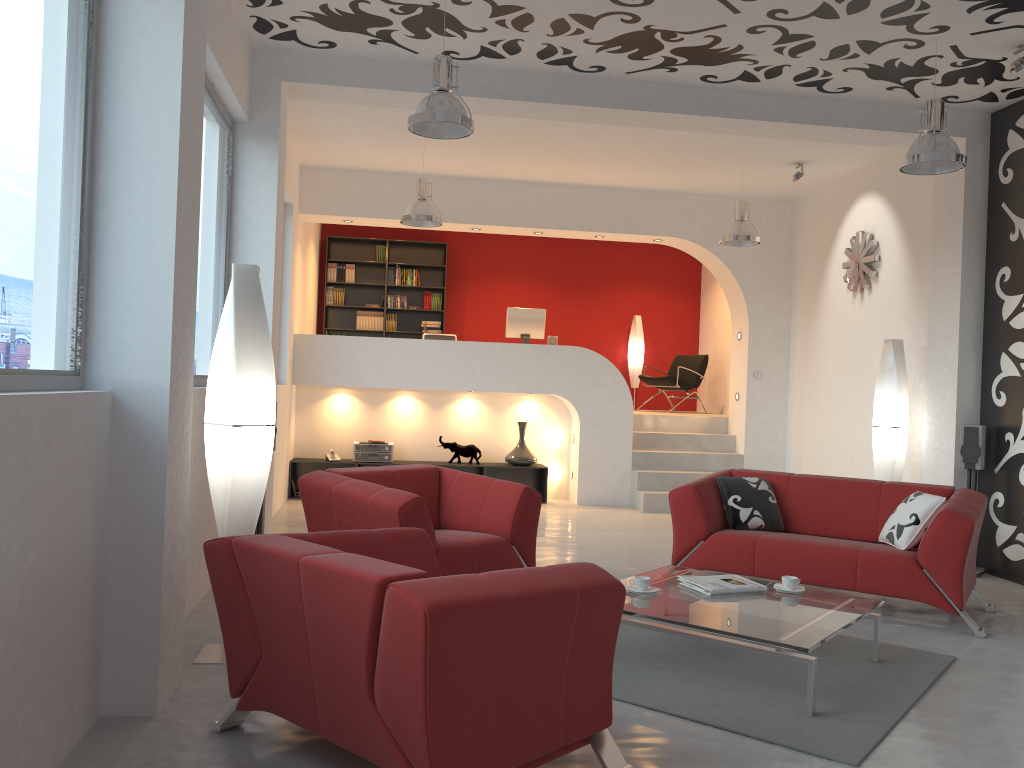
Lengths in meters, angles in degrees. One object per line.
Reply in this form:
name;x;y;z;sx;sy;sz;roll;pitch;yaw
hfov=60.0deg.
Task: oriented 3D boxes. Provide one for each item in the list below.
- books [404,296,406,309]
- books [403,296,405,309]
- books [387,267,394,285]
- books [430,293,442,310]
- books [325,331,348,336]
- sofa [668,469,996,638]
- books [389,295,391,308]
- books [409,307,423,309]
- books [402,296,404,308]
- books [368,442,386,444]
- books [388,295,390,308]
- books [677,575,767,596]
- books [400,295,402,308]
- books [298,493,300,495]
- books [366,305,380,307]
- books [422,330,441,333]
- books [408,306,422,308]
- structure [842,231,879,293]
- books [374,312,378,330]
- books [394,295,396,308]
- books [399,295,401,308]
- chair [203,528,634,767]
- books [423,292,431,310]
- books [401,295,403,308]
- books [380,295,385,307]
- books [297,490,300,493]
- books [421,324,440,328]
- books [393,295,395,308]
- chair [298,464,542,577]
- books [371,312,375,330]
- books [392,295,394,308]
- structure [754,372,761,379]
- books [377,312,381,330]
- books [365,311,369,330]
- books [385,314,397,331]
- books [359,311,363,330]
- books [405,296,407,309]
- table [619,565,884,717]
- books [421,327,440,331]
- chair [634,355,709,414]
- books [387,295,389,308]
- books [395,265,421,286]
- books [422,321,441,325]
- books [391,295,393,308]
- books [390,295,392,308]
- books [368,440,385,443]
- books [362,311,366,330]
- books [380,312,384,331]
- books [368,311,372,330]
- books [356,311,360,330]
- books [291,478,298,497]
books;-1.488;-1.129;12.341;0.031;0.190;0.135;2;0;-8
books;-1.502;-1.129;12.339;0.031;0.190;0.135;2;0;-8
books;-1.681;-1.486;12.306;0.090;0.256;0.181;2;0;-8
books;-1.066;-1.138;12.391;0.146;0.240;0.170;2;0;-8
books;-2.397;-0.578;12.185;0.341;0.286;0.231;2;0;-8
sofa;1.998;0.994;5.692;1.929;0.738;0.951;2;0;32
books;-1.696;-1.136;12.312;0.031;0.190;0.135;2;0;-8
books;-1.344;-1.051;12.362;0.190;0.015;0.135;2;0;-8
books;-1.517;-1.130;12.337;0.031;0.190;0.135;2;0;-8
books;-1.469;0.641;9.639;0.135;0.015;0.190;2;0;-28
books;-1.710;-1.137;12.310;0.031;0.190;0.135;2;0;-8
books;1.059;1.014;4.496;0.367;0.035;0.345;2;0;-18
books;-1.547;-1.131;12.333;0.031;0.190;0.135;2;0;-8
books;-2.197;1.179;9.544;0.190;0.015;0.135;2;0;-8
books;-1.926;-1.072;12.281;0.190;0.015;0.135;2;0;-8
books;-1.117;-0.723;12.362;0.260;0.040;0.200;2;0;-6
books;-1.353;-1.066;12.360;0.190;0.015;0.135;2;0;-3
structure;3.350;-1.178;8.561;0.090;0.596;0.596;2;0;-8
books;-1.880;-0.862;12.267;0.040;0.260;0.200;2;0;-8
books;-1.621;-1.134;12.323;0.031;0.190;0.135;2;0;-8
books;-1.562;-1.131;12.331;0.031;0.190;0.135;2;0;-8
chair;-0.343;0.900;3.032;1.288;0.738;0.951;2;0;42
books;-1.185;-1.150;12.376;0.090;0.256;0.181;2;0;-8
books;-1.532;-1.130;12.335;0.031;0.190;0.135;2;0;-8
books;-1.800;-1.139;12.298;0.063;0.187;0.135;2;0;-8
books;-2.213;1.163;9.542;0.190;0.015;0.135;2;0;-8
books;-1.136;-0.804;12.354;0.260;0.040;0.200;2;0;-8
books;-1.636;-1.134;12.321;0.031;0.190;0.135;2;0;-8
chair;-0.530;0.898;5.287;0.951;0.738;1.288;2;0;42
books;-1.921;-0.864;12.262;0.040;0.260;0.200;2;0;-8
books;-1.651;-1.135;12.319;0.031;0.190;0.135;2;0;-8
structure;2.770;-0.099;10.006;0.080;0.080;0.016;2;0;-8
books;-1.840;-0.861;12.273;0.040;0.260;0.200;2;0;-8
books;-2.001;-0.867;12.251;0.040;0.260;0.200;2;0;-8
books;-1.677;-0.845;12.307;0.146;0.240;0.170;2;0;-8
books;-2.081;-0.870;12.239;0.040;0.260;0.200;2;0;-8
books;-1.473;-1.128;12.343;0.031;0.190;0.135;2;0;-8
table;1.024;1.173;4.245;1.162;0.286;1.097;2;0;37
books;-1.134;-0.764;12.356;0.260;0.040;0.200;2;0;-8
chair;2.165;-0.016;11.966;0.768;0.795;0.664;2;0;-33
books;-1.725;-1.138;12.308;0.031;0.190;0.135;2;0;-8
books;-1.443;-1.492;12.315;0.341;0.286;0.231;2;0;-8
books;-1.124;-0.844;12.347;0.260;0.040;0.200;2;0;-8
books;-1.666;-1.135;12.317;0.031;0.190;0.135;2;0;-8
books;-1.681;-1.136;12.314;0.031;0.190;0.135;2;0;-8
books;-1.473;0.626;9.648;0.135;0.015;0.190;2;0;-23
books;-2.041;-0.868;12.245;0.040;0.260;0.200;2;0;-8
books;-1.800;-0.859;12.279;0.040;0.260;0.200;2;0;-8
books;-1.961;-0.865;12.256;0.040;0.260;0.200;2;0;-8
books;-2.121;-0.871;12.234;0.040;0.260;0.200;2;0;-8
books;-2.324;1.107;9.476;0.063;0.187;0.135;2;0;-8
